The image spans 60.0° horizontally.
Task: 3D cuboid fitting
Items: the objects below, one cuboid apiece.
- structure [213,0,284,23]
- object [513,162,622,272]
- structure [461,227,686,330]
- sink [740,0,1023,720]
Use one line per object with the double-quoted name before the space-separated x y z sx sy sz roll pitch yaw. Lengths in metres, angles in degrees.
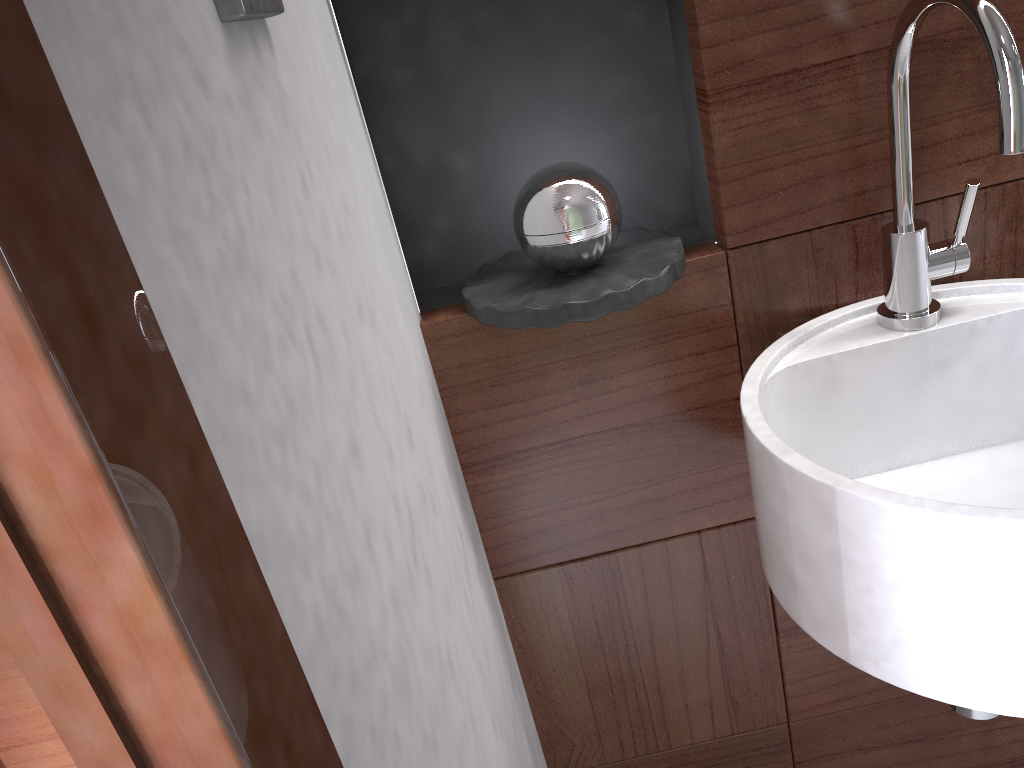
"structure" -0.140 -0.254 0.403 0.028 0.164 0.109 -13 24 1
"object" 0.658 -0.303 0.828 1.350 0.104 0.104 -13 24 1
"structure" 0.060 -0.108 0.877 0.222 0.023 0.220 -32 29 -35
"sink" 0.410 0.042 0.742 0.415 0.715 0.417 -13 24 1
